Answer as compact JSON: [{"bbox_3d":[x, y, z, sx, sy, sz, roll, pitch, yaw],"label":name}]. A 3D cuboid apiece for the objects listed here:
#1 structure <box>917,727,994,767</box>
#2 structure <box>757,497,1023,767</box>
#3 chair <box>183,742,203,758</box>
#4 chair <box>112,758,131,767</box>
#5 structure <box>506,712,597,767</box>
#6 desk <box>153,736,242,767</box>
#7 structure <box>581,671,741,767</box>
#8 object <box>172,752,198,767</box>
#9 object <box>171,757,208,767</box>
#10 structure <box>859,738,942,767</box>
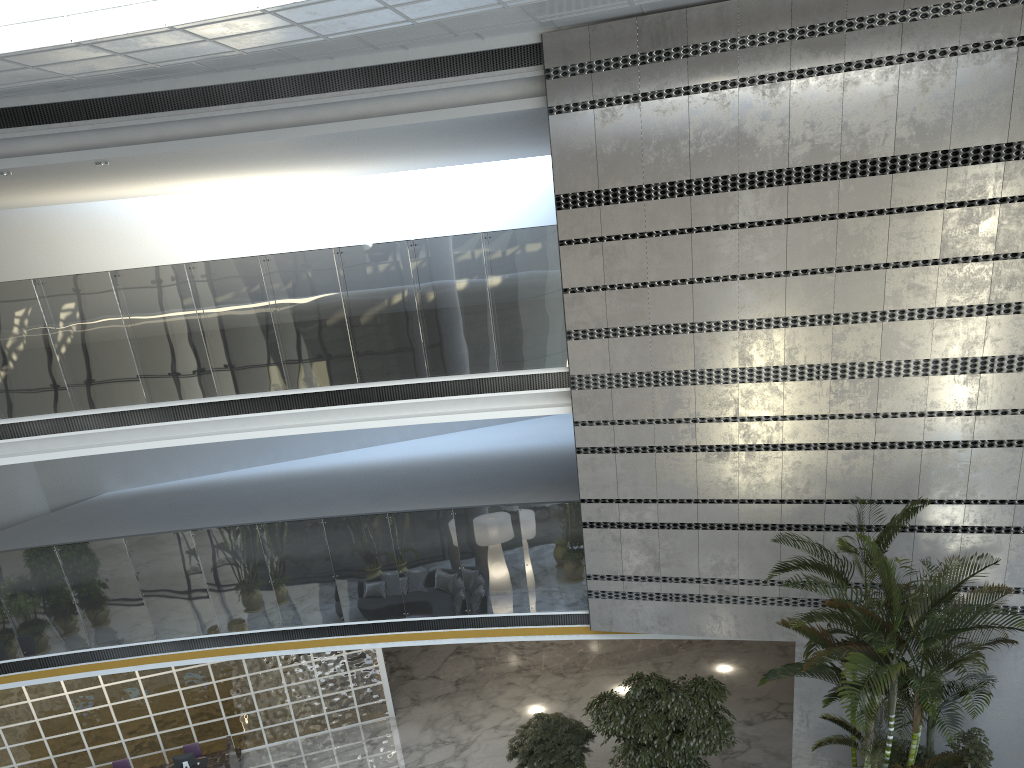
[{"bbox_3d":[4.640,4.732,8.468,1.850,2.531,1.700,-4,19,7],"label":"structure"},{"bbox_3d":[3.719,3.482,8.744,2.365,5.131,2.363,5,23,27],"label":"structure"},{"bbox_3d":[-4.711,5.678,12.741,0.256,0.646,0.312,-12,21,-14],"label":"chair"},{"bbox_3d":[-5.656,5.816,12.510,0.256,0.646,0.312,-12,21,-14],"label":"chair"},{"bbox_3d":[0.586,5.096,11.752,1.120,1.465,1.141,6,22,34],"label":"structure"},{"bbox_3d":[-5.718,5.921,12.701,3.150,0.782,1.458,-9,13,-14],"label":"desk"},{"bbox_3d":[1.968,4.697,11.188,1.594,2.178,1.887,-19,22,-35],"label":"structure"},{"bbox_3d":[-4.675,5.420,12.261,0.290,0.325,0.103,-10,22,-13],"label":"object"},{"bbox_3d":[-4.668,5.561,12.385,0.510,0.005,0.381,-8,10,-14],"label":"object"},{"bbox_3d":[4.724,4.871,9.978,1.119,1.704,1.284,-15,20,-24],"label":"structure"}]
